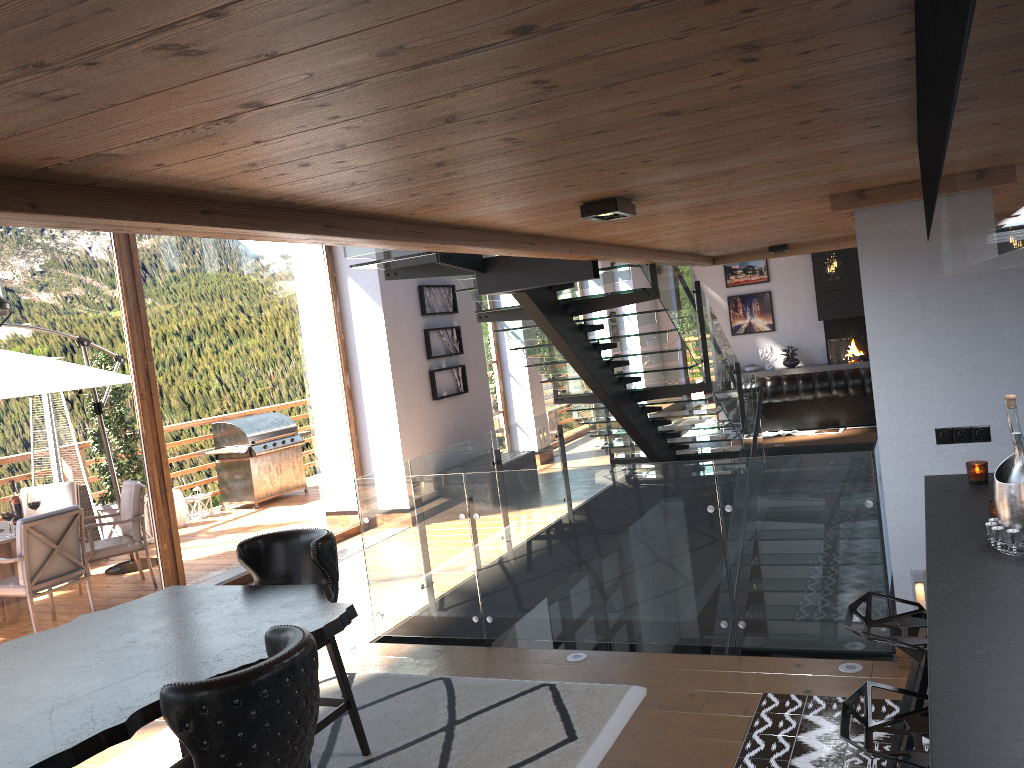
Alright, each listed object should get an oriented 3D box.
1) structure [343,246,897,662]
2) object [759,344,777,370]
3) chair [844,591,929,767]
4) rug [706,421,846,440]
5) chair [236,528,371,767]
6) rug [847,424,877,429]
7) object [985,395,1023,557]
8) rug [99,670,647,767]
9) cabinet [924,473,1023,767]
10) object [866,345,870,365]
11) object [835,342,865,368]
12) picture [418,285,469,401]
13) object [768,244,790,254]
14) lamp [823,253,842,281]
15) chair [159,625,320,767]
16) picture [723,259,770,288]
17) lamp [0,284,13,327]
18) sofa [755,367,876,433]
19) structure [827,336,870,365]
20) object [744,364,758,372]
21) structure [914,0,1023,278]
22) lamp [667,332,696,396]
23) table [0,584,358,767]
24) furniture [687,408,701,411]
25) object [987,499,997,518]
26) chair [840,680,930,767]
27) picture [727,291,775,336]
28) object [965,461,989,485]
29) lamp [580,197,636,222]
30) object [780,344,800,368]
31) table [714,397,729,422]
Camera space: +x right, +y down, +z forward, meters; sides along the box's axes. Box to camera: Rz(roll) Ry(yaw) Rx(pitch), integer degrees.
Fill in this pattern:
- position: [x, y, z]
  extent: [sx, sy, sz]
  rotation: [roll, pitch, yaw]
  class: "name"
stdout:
- position: [-1.252, 1.238, 7.900]
  extent: [9.123, 6.395, 11.137]
  rotation: [-6, 3, 25]
  class: "structure"
- position: [5.096, -0.531, 17.686]
  extent: [0.260, 0.532, 0.426]
  rotation: [-7, 3, -6]
  class: "object"
- position: [1.390, 1.158, 2.923]
  extent: [0.465, 0.839, 0.544]
  rotation: [-6, 3, 25]
  class: "chair"
- position: [3.339, 0.675, 13.954]
  extent: [3.771, 0.053, 2.457]
  rotation: [-6, 4, 25]
  class: "rug"
- position: [-1.029, 1.265, 4.099]
  extent: [0.499, 1.091, 0.574]
  rotation: [-6, 3, 24]
  class: "chair"
- position: [6.614, 0.281, 13.688]
  extent: [2.408, 0.053, 4.086]
  rotation: [-6, 4, 26]
  class: "rug"
- position: [1.476, 0.253, 2.558]
  extent: [0.224, 0.452, 0.227]
  rotation: [-6, 3, 25]
  class: "object"
- position: [-1.585, 1.975, 2.564]
  extent: [2.527, 0.047, 5.688]
  rotation: [-6, 4, 25]
  class: "rug"
- position: [1.186, 1.143, 1.369]
  extent: [0.880, 1.103, 4.849]
  rotation: [-6, 4, 25]
  class: "cabinet"
- position: [6.789, -0.385, 16.486]
  extent: [0.310, 1.017, 0.305]
  rotation: [-8, 3, -20]
  class: "object"
- position: [5.412, -0.333, 14.077]
  extent: [0.401, 0.807, 0.627]
  rotation: [-5, 4, 36]
  class: "object"
- position: [-0.794, -0.503, 10.377]
  extent: [0.058, 1.311, 0.782]
  rotation: [-6, 3, 25]
  class: "picture"
- position: [2.383, -1.210, 7.903]
  extent: [0.154, 0.068, 0.264]
  rotation: [-6, 4, 25]
  class: "object"
- position: [5.169, -2.816, 14.608]
  extent: [0.260, 2.200, 0.808]
  rotation: [-6, 3, 16]
  class: "lamp"
- position: [-0.800, 1.322, 2.622]
  extent: [0.563, 1.091, 0.509]
  rotation: [-6, 3, 24]
  class: "chair"
- position: [4.746, -2.416, 18.022]
  extent: [0.871, 0.815, 0.036]
  rotation: [-6, 3, 24]
  class: "picture"
- position: [-2.083, -2.365, 2.471]
  extent: [0.627, 4.682, 0.616]
  rotation: [-8, 3, -20]
  class: "lamp"
- position: [4.578, 0.191, 12.802]
  extent: [2.542, 0.838, 1.252]
  rotation: [-6, 3, 24]
  class: "sofa"
- position: [6.571, -0.641, 16.970]
  extent: [0.973, 0.514, 0.185]
  rotation: [-6, 3, 24]
  class: "structure"
- position: [4.829, -0.330, 17.924]
  extent: [0.278, 0.160, 0.262]
  rotation: [-6, 4, 27]
  class: "object"
- position: [1.072, -0.467, 1.460]
  extent: [0.704, 0.476, 3.283]
  rotation: [-6, 4, 25]
  class: "structure"
- position: [3.575, -0.485, 17.469]
  extent: [1.339, 1.898, 0.521]
  rotation: [-10, 4, -44]
  class: "lamp"
- position: [-1.832, 1.564, 2.273]
  extent: [1.416, 0.949, 3.835]
  rotation: [-6, 4, 25]
  class: "table"
- position: [2.234, 0.580, 14.654]
  extent: [1.164, 0.436, 2.787]
  rotation: [-6, 4, 25]
  class: "furniture"
- position: [1.561, 0.413, 2.822]
  extent: [0.079, 0.081, 0.079]
  rotation: [-8, 3, -10]
  class: "object"
- position: [1.111, 1.234, 2.215]
  extent: [0.465, 0.839, 0.544]
  rotation: [-6, 3, 22]
  class: "chair"
- position: [4.871, -1.431, 18.069]
  extent: [0.871, 0.815, 0.036]
  rotation: [-6, 3, 24]
  class: "picture"
- position: [1.812, 0.346, 3.449]
  extent: [0.080, 0.081, 0.078]
  rotation: [-9, 3, -30]
  class: "object"
- position: [0.389, -0.708, 3.575]
  extent: [0.154, 0.068, 0.264]
  rotation: [-6, 4, 25]
  class: "lamp"
- position: [5.519, -0.550, 17.570]
  extent: [0.338, 0.455, 0.337]
  rotation: [-10, 4, -40]
  class: "object"
- position: [3.434, 0.387, 13.900]
  extent: [0.401, 0.609, 0.422]
  rotation: [-6, 3, 25]
  class: "table"
